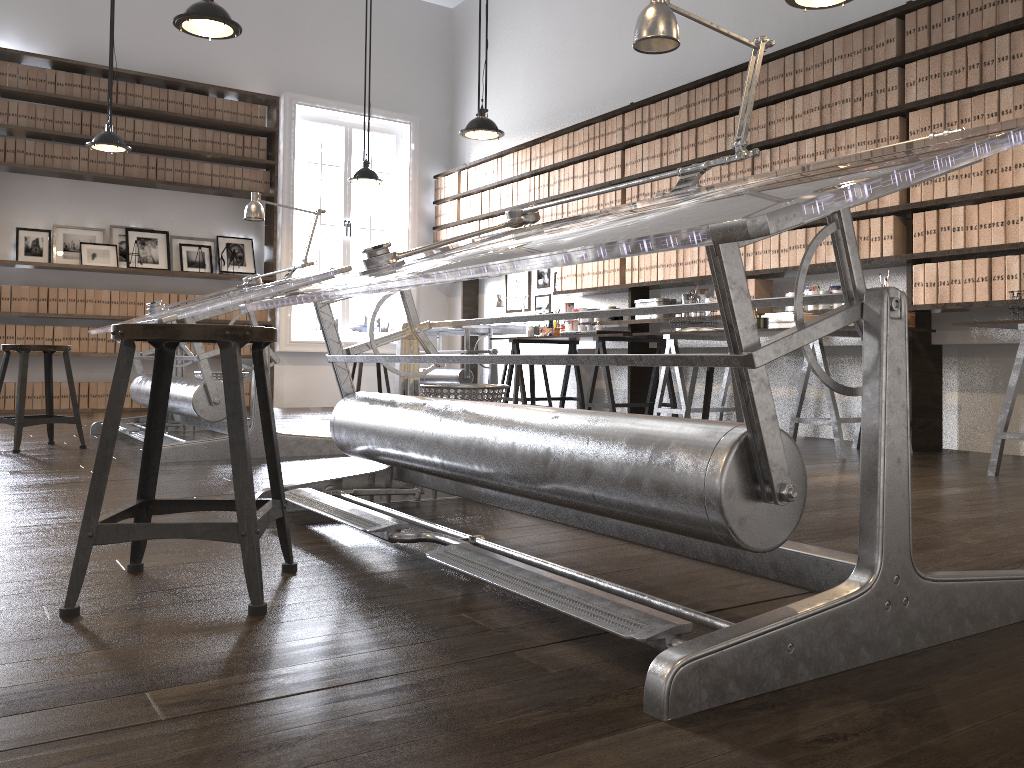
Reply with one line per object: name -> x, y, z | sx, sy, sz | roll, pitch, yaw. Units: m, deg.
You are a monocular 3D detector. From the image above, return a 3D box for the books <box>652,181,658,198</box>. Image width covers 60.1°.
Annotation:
books -> 1.120, -1.405, 6.545 | 0.174, 0.226, 0.066 | 1, -1, -33

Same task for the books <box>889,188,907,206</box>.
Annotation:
books -> 2.168, -1.077, 4.908 | 0.174, 0.226, 0.067 | 1, -1, -33

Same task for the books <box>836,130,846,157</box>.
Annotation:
books -> 1.990, -1.364, 5.208 | 0.174, 0.226, 0.066 | 1, -1, -33

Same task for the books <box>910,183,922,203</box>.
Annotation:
books -> 2.242, -1.080, 4.808 | 0.174, 0.226, 0.066 | 1, -1, -33

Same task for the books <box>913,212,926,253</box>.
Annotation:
books -> 2.247, -0.805, 4.785 | 0.174, 0.226, 0.066 | 1, -1, -33

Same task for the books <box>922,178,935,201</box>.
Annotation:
books -> 2.278, -1.079, 4.748 | 0.174, 0.226, 0.066 | 1, -1, -33

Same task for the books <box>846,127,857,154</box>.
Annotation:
books -> 2.025, -1.362, 5.148 | 0.174, 0.226, 0.066 | 1, -1, -33

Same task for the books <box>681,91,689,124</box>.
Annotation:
books -> 1.290, -1.949, 6.299 | 0.174, 0.226, 0.067 | 1, -1, -33

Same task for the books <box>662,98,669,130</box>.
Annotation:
books -> 1.181, -1.955, 6.469 | 0.174, 0.226, 0.067 | 1, -1, -33

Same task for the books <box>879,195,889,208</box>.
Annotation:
books -> 2.139, -1.079, 4.966 | 0.174, 0.226, 0.066 | 1, -1, -33

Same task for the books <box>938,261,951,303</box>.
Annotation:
books -> 2.318, -0.523, 4.650 | 0.174, 0.226, 0.067 | 1, -1, -33

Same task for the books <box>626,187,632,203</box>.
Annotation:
books -> 0.961, -1.412, 6.789 | 0.174, 0.226, 0.066 | 1, -1, -33

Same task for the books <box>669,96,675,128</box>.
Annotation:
books -> 1.222, -1.953, 6.410 | 0.174, 0.226, 0.066 | 1, -1, -33

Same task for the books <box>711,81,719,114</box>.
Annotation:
books -> 1.448, -1.942, 6.068 | 0.174, 0.226, 0.066 | 1, -1, -33

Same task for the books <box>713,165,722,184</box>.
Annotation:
books -> 1.454, -1.389, 6.020 | 0.174, 0.226, 0.066 | 1, -1, -33

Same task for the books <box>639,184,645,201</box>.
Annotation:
books -> 1.043, -1.408, 6.664 | 0.174, 0.226, 0.066 | 1, -1, -33

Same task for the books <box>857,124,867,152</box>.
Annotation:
books -> 2.061, -1.360, 5.085 | 0.174, 0.226, 0.066 | 1, -1, -33

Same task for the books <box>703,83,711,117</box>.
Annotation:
books -> 1.405, -1.944, 6.125 | 0.174, 0.226, 0.066 | 1, -1, -33

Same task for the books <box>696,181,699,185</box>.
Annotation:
books -> 1.343, -1.394, 6.200 | 0.174, 0.226, 0.066 | 1, -1, -33

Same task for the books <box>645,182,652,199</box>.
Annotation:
books -> 1.078, -1.406, 6.602 | 0.174, 0.226, 0.066 | 1, -1, -33

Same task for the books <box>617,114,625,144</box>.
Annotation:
books -> 0.903, -1.968, 6.893 | 0.174, 0.226, 0.066 | 1, -1, -33

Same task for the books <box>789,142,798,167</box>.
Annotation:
books -> 1.798, -1.373, 5.491 | 0.174, 0.226, 0.067 | 1, -1, -33

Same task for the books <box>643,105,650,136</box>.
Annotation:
books -> 1.068, -1.960, 6.646 | 0.174, 0.226, 0.066 | 1, -1, -33

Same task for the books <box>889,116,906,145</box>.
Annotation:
books -> 2.175, -1.355, 4.921 | 0.174, 0.226, 0.066 | 1, -1, -33

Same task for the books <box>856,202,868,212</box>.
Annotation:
books -> 2.057, -1.083, 5.080 | 0.174, 0.226, 0.067 | 1, -1, -33

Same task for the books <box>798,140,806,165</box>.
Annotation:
books -> 1.838, -1.371, 5.438 | 0.174, 0.226, 0.066 | 1, -1, -33

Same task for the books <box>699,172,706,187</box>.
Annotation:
books -> 1.382, -1.392, 6.143 | 0.174, 0.226, 0.066 | 1, -1, -33

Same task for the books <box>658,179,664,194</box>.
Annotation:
books -> 1.158, -1.403, 6.486 | 0.174, 0.226, 0.066 | 1, -1, -33

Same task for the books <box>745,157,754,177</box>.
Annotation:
books -> 1.605, -1.382, 5.790 | 0.174, 0.226, 0.067 | 1, -1, -33

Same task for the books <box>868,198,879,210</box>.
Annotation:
books -> 2.099, -1.081, 5.023 | 0.174, 0.226, 0.066 | 1, -1, -33

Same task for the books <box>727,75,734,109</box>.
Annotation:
books -> 1.529, -1.938, 5.943 | 0.174, 0.226, 0.066 | 1, -1, -33

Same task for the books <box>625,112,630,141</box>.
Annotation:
books -> 0.955, -1.965, 6.821 | 0.174, 0.226, 0.066 | 1, -1, -33

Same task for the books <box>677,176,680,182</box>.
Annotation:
books -> 1.263, -1.398, 6.319 | 0.174, 0.226, 0.066 | 1, -1, -33

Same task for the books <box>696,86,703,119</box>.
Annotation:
books -> 1.370, -1.946, 6.187 | 0.174, 0.226, 0.066 | 1, -1, -33

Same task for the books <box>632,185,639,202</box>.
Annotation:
books -> 0.997, -1.410, 6.724 | 0.174, 0.226, 0.067 | 1, -1, -33

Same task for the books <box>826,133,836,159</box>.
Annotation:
books -> 1.950, -1.366, 5.266 | 0.174, 0.226, 0.066 | 1, -1, -33

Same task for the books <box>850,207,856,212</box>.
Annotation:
books -> 2.023, -1.084, 5.137 | 0.174, 0.226, 0.066 | 1, -1, -33

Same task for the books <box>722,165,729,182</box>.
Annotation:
books -> 1.493, -1.387, 5.959 | 0.174, 0.226, 0.067 | 1, -1, -33

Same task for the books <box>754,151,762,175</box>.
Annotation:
books -> 1.650, -1.380, 5.730 | 0.174, 0.226, 0.066 | 1, -1, -33

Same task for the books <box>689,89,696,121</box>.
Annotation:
books -> 1.332, -1.948, 6.246 | 0.174, 0.226, 0.066 | 1, -1, -33

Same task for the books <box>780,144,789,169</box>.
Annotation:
books -> 1.766, -1.374, 5.551 | 0.174, 0.226, 0.066 | 1, -1, -33

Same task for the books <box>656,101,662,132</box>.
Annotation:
books -> 1.146, -1.956, 6.530 | 0.174, 0.226, 0.066 | 1, -1, -33

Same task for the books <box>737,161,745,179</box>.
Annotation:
books -> 1.569, -1.384, 5.855 | 0.174, 0.226, 0.066 | 1, -1, -33

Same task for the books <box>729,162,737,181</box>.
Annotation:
books -> 1.531, -1.385, 5.908 | 0.174, 0.226, 0.066 | 1, -1, -33

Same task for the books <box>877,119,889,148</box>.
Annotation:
books -> 2.135, -1.357, 4.979 | 0.174, 0.226, 0.066 | 1, -1, -33

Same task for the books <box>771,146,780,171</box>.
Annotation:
books -> 1.727, -1.376, 5.611 | 0.174, 0.226, 0.066 | 1, -1, -33

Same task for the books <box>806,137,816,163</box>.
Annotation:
books -> 1.871, -1.369, 5.384 | 0.174, 0.226, 0.066 | 1, -1, -33

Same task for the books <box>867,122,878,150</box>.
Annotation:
books -> 2.097, -1.358, 5.029 | 0.174, 0.226, 0.067 | 1, -1, -33

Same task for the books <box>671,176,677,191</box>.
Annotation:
books -> 1.230, -1.399, 6.373 | 0.174, 0.226, 0.066 | 1, -1, -33

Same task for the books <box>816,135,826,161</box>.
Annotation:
books -> 1.909, -1.367, 5.323 | 0.174, 0.226, 0.067 | 1, -1, -33

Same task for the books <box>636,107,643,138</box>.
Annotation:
books -> 1.026, -1.962, 6.705 | 0.174, 0.226, 0.066 | 1, -1, -33

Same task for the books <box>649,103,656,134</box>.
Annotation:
books -> 1.109, -1.958, 6.590 | 0.174, 0.226, 0.066 | 1, -1, -33

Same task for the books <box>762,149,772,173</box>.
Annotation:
books -> 1.685, -1.378, 5.668 | 0.174, 0.226, 0.066 | 1, -1, -33

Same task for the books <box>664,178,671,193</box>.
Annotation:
books -> 1.190, -1.401, 6.426 | 0.174, 0.226, 0.067 | 1, -1, -33

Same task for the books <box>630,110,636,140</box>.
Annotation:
books -> 0.986, -1.964, 6.766 | 0.174, 0.226, 0.067 | 1, -1, -33

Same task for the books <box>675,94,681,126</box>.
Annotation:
books -> 1.257, -1.951, 6.358 | 0.174, 0.226, 0.066 | 1, -1, -33

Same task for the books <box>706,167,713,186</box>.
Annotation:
books -> 1.417, -1.391, 6.082 | 0.174, 0.226, 0.066 | 1, -1, -33

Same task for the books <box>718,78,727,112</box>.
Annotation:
books -> 1.484, -1.940, 6.002 | 0.174, 0.226, 0.067 | 1, -1, -33

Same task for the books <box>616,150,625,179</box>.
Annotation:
books -> 0.897, -1.690, 6.892 | 0.174, 0.226, 0.067 | 1, -1, -33
